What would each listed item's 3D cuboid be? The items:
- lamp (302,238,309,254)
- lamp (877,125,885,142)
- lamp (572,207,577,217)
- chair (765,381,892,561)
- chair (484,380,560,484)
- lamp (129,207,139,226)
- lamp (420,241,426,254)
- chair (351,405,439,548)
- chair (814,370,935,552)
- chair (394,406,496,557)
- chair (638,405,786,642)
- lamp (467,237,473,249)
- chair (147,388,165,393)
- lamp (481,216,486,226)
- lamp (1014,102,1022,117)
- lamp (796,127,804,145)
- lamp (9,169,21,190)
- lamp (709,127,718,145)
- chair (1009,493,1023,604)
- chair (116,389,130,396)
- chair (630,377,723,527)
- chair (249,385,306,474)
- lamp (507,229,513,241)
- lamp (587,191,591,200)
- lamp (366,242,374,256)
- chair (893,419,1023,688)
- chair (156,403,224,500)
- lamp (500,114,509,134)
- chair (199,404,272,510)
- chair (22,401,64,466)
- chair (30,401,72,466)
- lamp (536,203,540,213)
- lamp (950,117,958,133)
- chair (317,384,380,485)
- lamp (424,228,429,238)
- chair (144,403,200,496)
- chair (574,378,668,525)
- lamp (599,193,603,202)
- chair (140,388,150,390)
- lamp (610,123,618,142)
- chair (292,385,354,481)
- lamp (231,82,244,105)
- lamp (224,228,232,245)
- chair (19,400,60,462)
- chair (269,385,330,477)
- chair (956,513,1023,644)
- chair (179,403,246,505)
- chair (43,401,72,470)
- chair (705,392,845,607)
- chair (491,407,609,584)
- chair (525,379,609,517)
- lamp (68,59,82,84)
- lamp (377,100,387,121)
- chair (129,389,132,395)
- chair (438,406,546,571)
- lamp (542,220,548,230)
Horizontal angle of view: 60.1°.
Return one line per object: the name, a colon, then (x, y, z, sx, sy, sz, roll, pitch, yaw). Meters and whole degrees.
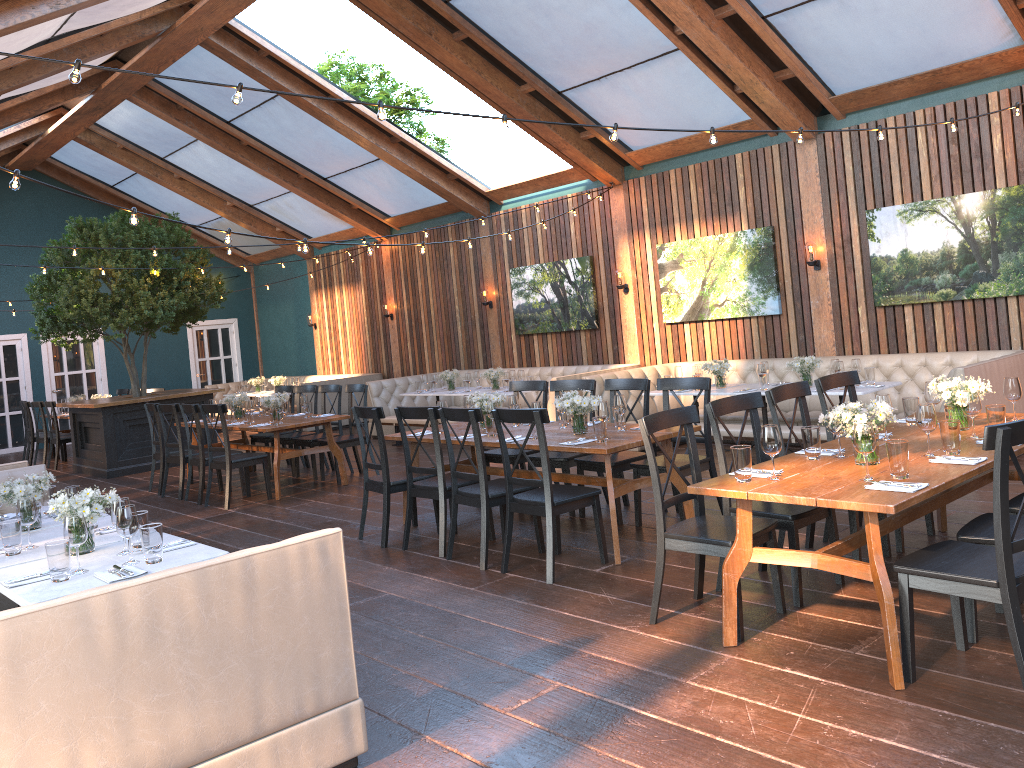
lamp: (-1.608, -1.075, 6.878, 0.056, 0.121, 0.056, -6, 1, -43)
lamp: (2.716, -1.847, 6.516, 0.056, 0.121, 0.056, -6, 1, -8)
lamp: (0.757, -2.081, 10.701, 0.060, 0.119, 0.056, -6, 1, -19)
chair: (1.804, 0.510, 5.081, 0.538, 1.020, 0.479, -5, 1, 44)
chair: (0.054, 0.502, 7.591, 0.541, 1.020, 0.476, -6, 1, -41)
lamp: (-2.379, -1.054, 5.560, 0.056, 0.120, 0.056, -6, 1, -44)
lamp: (-0.829, -1.260, 8.184, 0.056, 0.120, 0.056, -6, 1, -22)
chair: (-0.888, 0.651, 6.744, 0.541, 1.020, 0.476, -6, 1, -34)
chair: (2.221, 0.444, 5.452, 0.479, 1.020, 0.538, -6, 1, -41)
chair: (-0.491, 0.641, 6.339, 0.541, 1.020, 0.476, -6, 1, -45)
chair: (0.969, 0.641, 4.338, 0.538, 1.020, 0.479, -5, 1, 44)
lamp: (-0.420, -1.407, 8.821, 0.056, 0.121, 0.056, -5, 1, 36)
chair: (-5.874, 0.603, 14.277, 0.476, 1.020, 0.541, -5, 1, 32)
lamp: (-0.359, -2.012, 10.930, 0.056, 0.118, 0.064, -5, 1, 42)
lamp: (4.075, -2.210, 7.130, 0.056, 0.118, 0.066, -6, 1, -12)
lamp: (2.021, -1.741, 6.214, 0.059, 0.119, 0.057, -5, 1, 28)
lamp: (-2.763, -1.136, 4.913, 0.056, 0.119, 0.059, -6, 1, -10)
lamp: (1.339, -1.651, 5.893, 0.056, 0.121, 0.056, -5, 1, 17)
chair: (2.636, 0.496, 4.137, 0.479, 1.020, 0.538, -6, 1, -41)
chair: (-6.980, 0.619, 15.561, 0.476, 1.020, 0.541, -5, 1, 44)
chair: (1.164, 0.484, 6.333, 0.541, 1.020, 0.476, -6, 1, -41)
chair: (-2.943, 0.552, 10.986, 0.541, 1.020, 0.476, -6, 1, -41)
lamp: (-0.024, -1.592, 9.457, 0.056, 0.120, 0.056, -6, 1, -14)
lamp: (0.999, -2.450, 11.484, 0.056, 0.121, 0.056, -6, 1, -20)
lamp: (-1.208, -1.152, 7.529, 0.056, 0.120, 0.056, -6, 1, -36)
chair: (1.802, 0.627, 3.394, 0.479, 1.020, 0.538, -6, 1, -36)
chair: (-3.543, 0.698, 9.704, 0.476, 1.020, 0.541, -5, 1, 44)
lamp: (-0.046, -1.544, 5.254, 0.056, 0.121, 0.056, -6, 1, -27)
chair: (-2.785, 0.683, 8.881, 0.476, 1.020, 0.541, -5, 1, 44)
chair: (-7.577, 0.765, 14.280, 0.541, 1.020, 0.476, -6, 1, -36)
chair: (-7.197, 0.757, 13.871, 0.476, 1.020, 0.541, -5, 1, 44)
lamp: (0.327, -2.230, 11.206, 0.056, 0.120, 0.056, -5, 1, 1)
lamp: (3.404, -1.995, 6.825, 0.056, 0.121, 0.056, -6, 1, -26)
chair: (-1.833, 0.534, 9.729, 0.541, 1.020, 0.476, -6, 1, -36)
lamp: (-1.029, -1.813, 10.626, 0.056, 0.121, 0.056, -6, 1, -20)
chair: (-3.885, 0.700, 10.147, 0.541, 1.020, 0.476, -6, 1, -36)
chair: (0.793, 0.490, 6.753, 0.541, 1.020, 0.476, -6, 1, -36)
lamp: (1.132, -2.385, 11.308, 0.056, 0.119, 0.063, -5, 1, 32)
chair: (-6.240, 0.607, 14.722, 0.541, 1.020, 0.476, -6, 1, -41)
lamp: (0.640, -1.583, 5.573, 0.056, 0.120, 0.057, -5, 1, 42)
chair: (-2.203, 0.540, 10.148, 0.541, 1.020, 0.476, -6, 1, -41)
lamp: (-1.433, -1.516, 4.629, 0.075, 0.114, 0.056, -5, 1, 4)
lamp: (-2.001, -1.038, 6.218, 0.056, 0.120, 0.056, -5, 1, 9)
chair: (-7.888, 0.762, 14.752, 0.541, 1.020, 0.476, -6, 1, -36)
chair: (-2.573, 0.546, 10.567, 0.476, 1.020, 0.541, -5, 1, 44)
chair: (2.219, 0.562, 3.765, 0.538, 1.020, 0.479, -5, 1, 44)
chair: (-3.154, 0.689, 9.300, 0.541, 1.020, 0.476, -6, 1, -38)
chair: (-6.790, 0.745, 13.483, 0.541, 1.020, 0.476, -6, 1, -41)
chair: (1.386, 0.575, 4.709, 0.479, 1.020, 0.538, -6, 1, -41)
chair: (0.225, 0.631, 5.497, 0.541, 1.020, 0.476, -6, 1, -41)
chair: (0.424, 0.496, 7.172, 0.476, 1.020, 0.541, -5, 1, 44)
lamp: (-2.124, -1.518, 4.300, 0.056, 0.114, 0.075, -6, 1, -43)
lamp: (-0.727, -1.523, 4.926, 0.056, 0.120, 0.056, -5, 1, 24)
chair: (-6.610, 0.613, 15.142, 0.541, 1.020, 0.476, -6, 1, -36)
chair: (-0.150, 0.638, 5.912, 0.541, 1.020, 0.476, -6, 1, -36)
lamp: (0.368, -1.816, 10.085, 0.071, 0.116, 0.056, -6, 1, -19)
